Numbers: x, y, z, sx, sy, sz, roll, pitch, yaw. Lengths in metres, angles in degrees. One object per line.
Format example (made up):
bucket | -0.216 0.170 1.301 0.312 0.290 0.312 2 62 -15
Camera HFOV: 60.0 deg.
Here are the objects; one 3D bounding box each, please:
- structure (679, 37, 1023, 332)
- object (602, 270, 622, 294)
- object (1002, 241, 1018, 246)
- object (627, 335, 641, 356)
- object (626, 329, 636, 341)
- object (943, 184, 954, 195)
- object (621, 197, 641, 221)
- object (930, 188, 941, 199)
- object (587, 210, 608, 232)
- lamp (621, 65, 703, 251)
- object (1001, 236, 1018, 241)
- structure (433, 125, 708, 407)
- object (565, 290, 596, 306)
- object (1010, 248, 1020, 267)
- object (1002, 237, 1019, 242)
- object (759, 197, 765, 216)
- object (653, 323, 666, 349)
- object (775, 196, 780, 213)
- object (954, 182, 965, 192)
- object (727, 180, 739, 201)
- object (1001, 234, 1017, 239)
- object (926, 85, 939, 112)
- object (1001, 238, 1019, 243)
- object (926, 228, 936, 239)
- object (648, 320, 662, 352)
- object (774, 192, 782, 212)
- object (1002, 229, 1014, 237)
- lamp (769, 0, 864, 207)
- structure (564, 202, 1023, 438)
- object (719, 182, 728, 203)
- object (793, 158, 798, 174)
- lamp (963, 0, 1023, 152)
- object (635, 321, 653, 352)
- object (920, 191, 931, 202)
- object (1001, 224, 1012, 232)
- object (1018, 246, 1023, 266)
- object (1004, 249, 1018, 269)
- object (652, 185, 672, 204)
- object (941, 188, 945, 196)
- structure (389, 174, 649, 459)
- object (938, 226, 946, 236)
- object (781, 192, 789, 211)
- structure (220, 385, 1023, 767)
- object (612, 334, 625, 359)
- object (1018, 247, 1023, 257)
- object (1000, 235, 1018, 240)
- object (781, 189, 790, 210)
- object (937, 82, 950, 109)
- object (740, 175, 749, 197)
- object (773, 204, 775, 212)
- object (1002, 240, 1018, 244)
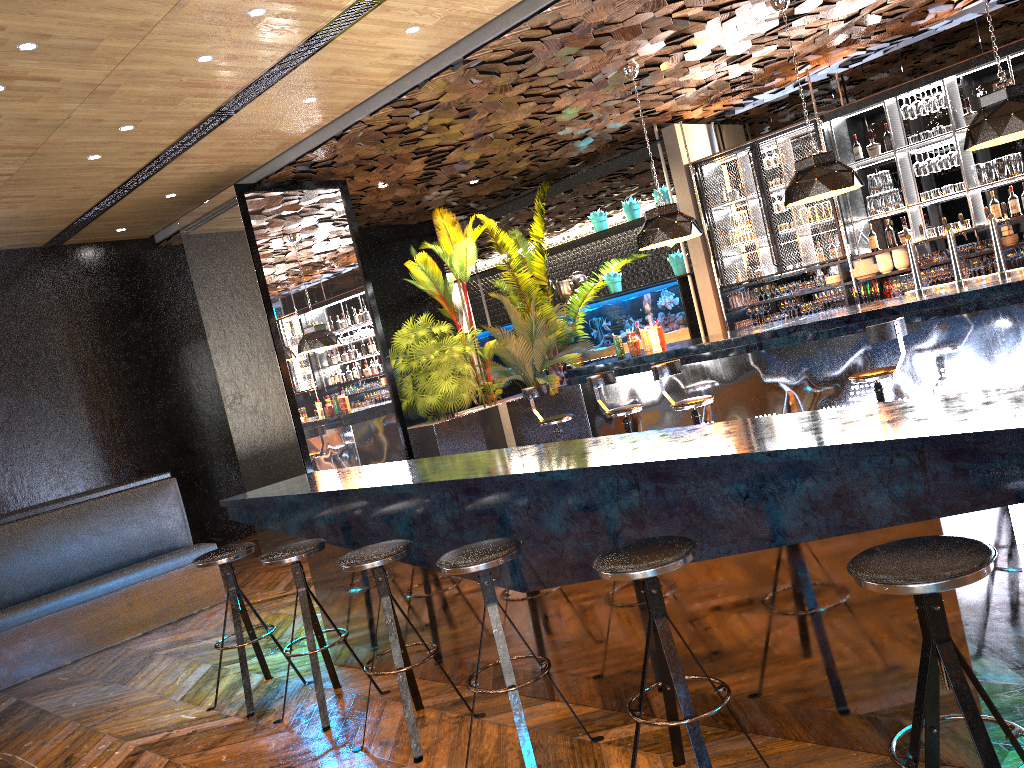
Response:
structure | 4.724 -1.755 8.001 6.750 3.553 1.143 -11 3 45
object | 1.322 -1.337 11.587 0.265 0.325 0.245 -13 2 10
object | 4.654 -1.308 8.277 0.149 0.022 0.149 -13 2 14
object | 1.097 -0.352 7.929 0.131 0.191 0.110 -15 3 -33
object | 1.104 -0.390 8.122 0.078 0.246 0.084 -11 3 44
object | 4.225 -1.876 8.575 0.089 0.092 0.089 -12 3 30
object | 1.522 -2.196 11.159 0.244 0.325 0.255 -14 2 -18
object | 4.169 -1.869 8.719 0.089 0.092 0.089 -12 3 24
object | 1.134 -2.120 11.554 0.265 0.325 0.245 -13 2 10
lamp | 1.224 -1.993 7.830 0.582 1.606 0.607 -11 3 45
object | 4.644 -1.351 8.274 0.148 0.026 0.149 -15 3 -38
structure | 0.895 -1.107 12.179 4.269 3.734 0.705 -11 3 45
object | 0.932 -1.173 12.110 0.320 0.135 0.250 -11 3 45
object | 4.740 -1.160 8.332 0.108 0.227 0.108 -12 3 25
object | 4.646 -1.341 8.276 0.149 0.024 0.149 -11 3 45
object | 2.815 -1.993 9.952 0.081 0.213 0.081 -15 3 -39
object | 1.303 -0.444 7.904 0.091 0.277 0.080 -14 2 -12
object | 2.980 -2.033 9.985 0.081 0.213 0.081 -15 3 -39
object | 4.381 -1.918 8.668 0.089 0.092 0.089 -12 3 30
object | 2.550 -2.234 10.240 0.108 0.244 0.108 -12 3 34
object | 4.637 -1.371 8.275 0.148 0.026 0.149 -15 3 -38
object | 4.116 -2.790 8.677 0.092 0.244 0.092 -13 2 6
object | 4.649 -1.330 8.276 0.149 0.023 0.149 -12 3 30
object | 4.161 -1.494 8.799 0.089 0.092 0.089 -13 2 17
object | 1.254 -0.420 7.777 0.099 0.264 0.081 -15 3 -24
object | 2.941 -2.017 9.822 0.081 0.213 0.081 -15 3 -39
object | 4.631 -1.402 8.270 0.094 0.070 0.107 -14 2 -14
lamp | 2.265 -2.231 6.926 0.582 1.564 0.607 -11 3 45
structure | 3.037 -0.328 6.514 6.009 1.685 1.214 -11 3 45
object | 2.467 -2.230 10.379 0.075 0.260 0.075 -13 2 4
object | 3.121 -2.341 9.671 0.108 0.244 0.108 -12 3 34
lamp | 3.147 -2.396 5.851 0.582 1.564 0.607 -11 3 45
object | 1.214 -0.443 8.116 0.105 0.298 0.116 -14 2 -14
object | 4.119 -1.862 8.832 0.089 0.092 0.089 -12 3 24
object | 4.614 -1.444 8.276 0.106 0.069 0.094 -15 3 -39
object | 4.825 -1.184 8.417 0.108 0.227 0.108 -14 2 -13
object | 4.656 -1.136 8.252 0.108 0.227 0.108 -12 3 37
object | 1.854 -2.261 10.813 0.265 0.325 0.245 -12 3 39
object | 4.294 -1.900 8.748 0.089 0.092 0.089 -14 2 -13
structure | 0.018 -0.775 11.399 4.073 3.561 1.873 -16 3 -43
object | 4.234 -1.507 8.705 0.089 0.092 0.089 -13 2 9
object | 3.039 -2.045 9.923 0.081 0.213 0.081 -15 3 -39
structure | 0.261 0.800 3.924 4.941 0.998 0.673 -11 3 45
object | 0.968 -0.350 8.059 0.084 0.237 0.086 -15 3 -26
object | 4.736 -1.152 8.171 0.108 0.227 0.108 -13 2 16
object | 4.641 -1.360 8.275 0.149 0.025 0.149 -13 2 8
object | 3.003 -2.029 9.758 0.081 0.213 0.081 -15 3 -39
object | 4.188 -2.804 8.603 0.092 0.244 0.092 -13 2 6
object | 2.651 -2.265 10.154 0.075 0.261 0.075 -13 2 4
object | 2.881 -2.005 9.884 0.081 0.213 0.081 -15 3 -39
object | 4.652 -1.318 8.276 0.149 0.023 0.149 -13 2 14
